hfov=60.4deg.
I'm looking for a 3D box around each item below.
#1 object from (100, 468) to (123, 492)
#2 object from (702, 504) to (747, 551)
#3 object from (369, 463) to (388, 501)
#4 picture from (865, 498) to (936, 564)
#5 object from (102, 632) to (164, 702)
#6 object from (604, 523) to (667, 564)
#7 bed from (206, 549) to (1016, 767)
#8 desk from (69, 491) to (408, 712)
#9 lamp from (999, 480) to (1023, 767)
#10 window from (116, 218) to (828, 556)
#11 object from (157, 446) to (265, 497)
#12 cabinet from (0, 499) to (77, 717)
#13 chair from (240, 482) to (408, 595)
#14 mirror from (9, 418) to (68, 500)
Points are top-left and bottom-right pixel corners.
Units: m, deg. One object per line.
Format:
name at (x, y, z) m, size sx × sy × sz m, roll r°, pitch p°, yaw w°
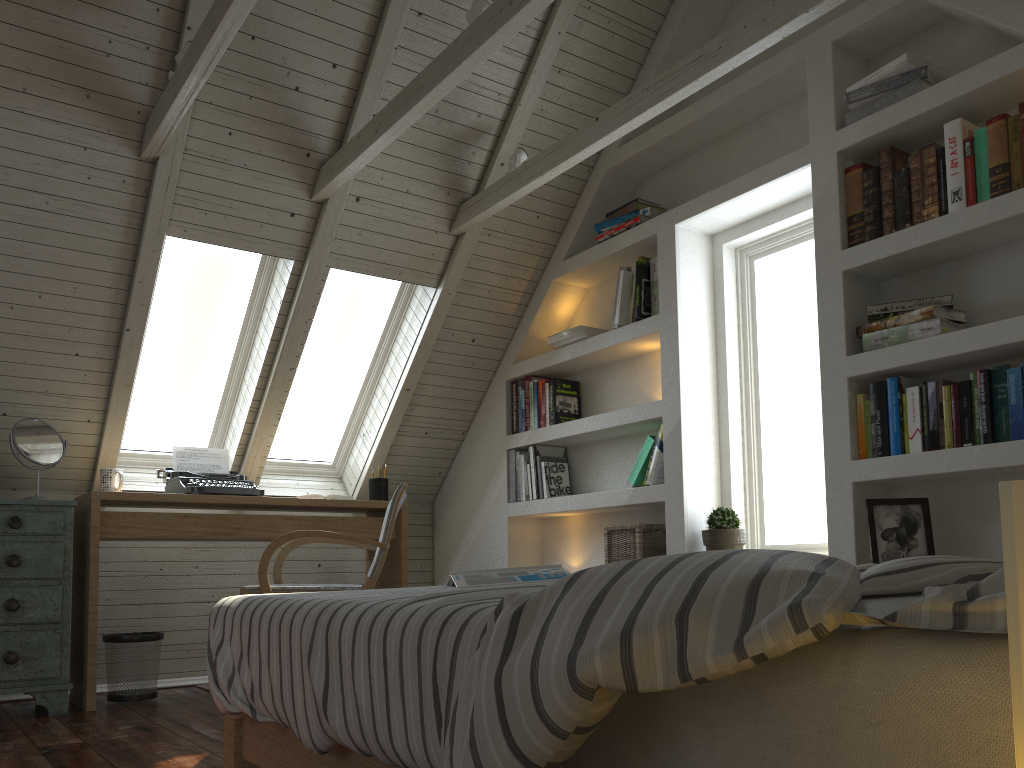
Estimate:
object at (-1.557, 0.384, 3.443) m, size 0.108 × 0.099 × 0.084 m, roll -2°, pitch -8°, yaw 6°
object at (0.767, 0.561, 3.177) m, size 0.160 × 0.267 × 0.161 m, roll 5°, pitch -9°, yaw -42°
object at (-0.615, 0.459, 4.051) m, size 0.088 × 0.183 × 0.089 m, roll -3°, pitch -6°, yaw 18°
picture at (1.113, 0.444, 2.547) m, size 0.173 × 0.220 × 0.128 m, roll -2°, pitch -7°, yaw 5°
object at (-1.491, 1.110, 3.461) m, size 0.225 × 0.249 × 0.226 m, roll 6°, pitch -10°, yaw -40°
object at (0.510, 0.660, 3.486) m, size 0.205 × 0.198 × 0.207 m, roll 5°, pitch -10°, yaw -35°
bed at (0.533, 0.418, 1.375) m, size 1.879 × 0.695 × 1.903 m, roll 7°, pitch -13°, yaw -34°
desk at (-1.117, 0.897, 3.753) m, size 1.329 × 0.795 × 0.381 m, roll 6°, pitch -9°, yaw -35°
lamp at (0.262, 0.162, 0.344) m, size 0.090 × 0.249 × 0.091 m, roll 5°, pitch -8°, yaw -44°
window at (-0.352, 0.025, 3.416) m, size 3.113 × 1.354 × 1.416 m, roll -8°, pitch -11°, yaw 32°
object at (-1.250, 0.364, 3.703) m, size 0.390 × 0.235 × 0.358 m, roll 7°, pitch -13°, yaw -40°
cabinet at (-2.006, 0.792, 3.082) m, size 0.807 × 0.757 × 0.420 m, roll 5°, pitch -9°, yaw -35°
chair at (-0.654, 0.768, 3.138) m, size 0.559 × 0.781 × 0.559 m, roll 0°, pitch -7°, yaw -10°
mirror at (-1.754, 0.281, 3.260) m, size 0.112 × 0.315 × 0.209 m, roll -2°, pitch -7°, yaw 8°
